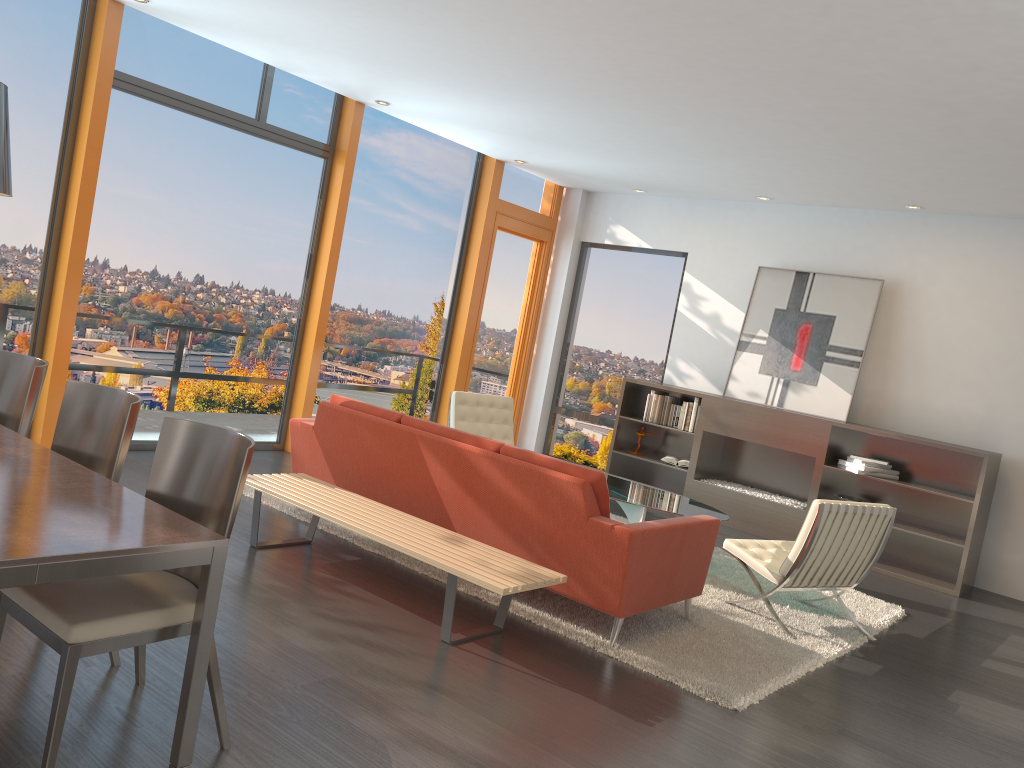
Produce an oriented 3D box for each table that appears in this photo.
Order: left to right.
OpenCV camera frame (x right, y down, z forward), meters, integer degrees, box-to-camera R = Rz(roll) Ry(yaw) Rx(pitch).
[{"bbox_3d":[-2.090,0.602,2.834,2.153,0.764,1.171,13,5,38],"label":"table"},{"bbox_3d":[0.620,0.951,6.552,2.001,0.464,0.947,13,5,39],"label":"table"}]

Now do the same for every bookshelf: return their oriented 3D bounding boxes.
[{"bbox_3d":[2.509,0.827,8.246,3.390,1.162,0.570,13,4,38],"label":"bookshelf"}]

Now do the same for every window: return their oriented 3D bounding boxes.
[{"bbox_3d":[-4.014,-1.269,5.003,0.070,3.344,2.922,13,4,37],"label":"window"},{"bbox_3d":[-2.417,-1.114,7.076,0.070,3.344,2.103,13,4,37],"label":"window"},{"bbox_3d":[-1.147,-0.991,8.724,0.070,3.344,1.843,13,4,37],"label":"window"},{"bbox_3d":[-0.093,-0.879,9.940,0.211,3.344,1.156,13,4,38],"label":"window"},{"bbox_3d":[1.213,-0.637,9.964,1.411,3.338,0.065,13,4,38],"label":"window"}]

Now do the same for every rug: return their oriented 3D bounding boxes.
[{"bbox_3d":[0.436,1.169,6.210,3.776,0.043,2.982,13,5,37],"label":"rug"}]

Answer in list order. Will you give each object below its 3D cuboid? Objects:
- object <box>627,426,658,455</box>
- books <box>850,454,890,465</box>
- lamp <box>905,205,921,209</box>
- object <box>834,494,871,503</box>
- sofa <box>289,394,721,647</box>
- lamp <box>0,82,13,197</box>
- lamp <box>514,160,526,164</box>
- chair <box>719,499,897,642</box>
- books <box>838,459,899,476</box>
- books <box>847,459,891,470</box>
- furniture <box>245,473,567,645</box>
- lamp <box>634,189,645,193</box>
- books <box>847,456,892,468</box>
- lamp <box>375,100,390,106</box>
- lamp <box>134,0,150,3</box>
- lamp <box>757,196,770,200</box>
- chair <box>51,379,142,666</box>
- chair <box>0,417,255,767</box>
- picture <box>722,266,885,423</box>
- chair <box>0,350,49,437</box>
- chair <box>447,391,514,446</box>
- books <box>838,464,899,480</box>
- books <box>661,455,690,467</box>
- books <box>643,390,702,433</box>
[{"bbox_3d":[1.335,0.582,9.116,0.201,0.290,0.245,8,4,-32],"label":"object"},{"bbox_3d":[3.108,0.658,7.699,0.300,0.020,0.210,12,4,27],"label":"books"},{"bbox_3d":[3.544,-1.562,7.839,0.129,0.010,0.129,10,4,-7],"label":"lamp"},{"bbox_3d":[2.970,1.061,7.770,0.308,0.116,0.309,9,4,-19],"label":"object"},{"bbox_3d":[-0.180,0.686,5.341,2.599,0.852,1.037,13,5,38],"label":"sofa"},{"bbox_3d":[-1.762,-1.433,2.764,0.567,1.579,0.568,9,4,-23],"label":"lamp"},{"bbox_3d":[0.085,-2.288,9.136,0.129,0.010,0.129,10,4,-7],"label":"lamp"},{"bbox_3d":[1.784,1.048,5.403,0.699,0.816,0.707,8,4,-32],"label":"chair"},{"bbox_3d":[3.095,0.725,7.703,0.398,0.038,0.315,9,4,-23],"label":"books"},{"bbox_3d":[3.100,0.697,7.701,0.300,0.020,0.210,9,4,-23],"label":"books"},{"bbox_3d":[-0.691,0.891,4.645,2.007,0.357,0.492,13,5,38],"label":"furniture"},{"bbox_3d":[1.373,-2.078,9.554,0.129,0.010,0.129,10,4,-7],"label":"lamp"},{"bbox_3d":[3.104,0.677,7.700,0.300,0.020,0.210,10,4,-13],"label":"books"},{"bbox_3d":[-1.108,-2.403,7.587,0.129,0.010,0.129,10,4,-7],"label":"lamp"},{"bbox_3d":[-2.456,-2.534,5.838,0.129,0.010,0.129,10,4,-7],"label":"lamp"},{"bbox_3d":[2.464,-1.819,8.692,0.129,0.010,0.129,10,4,-7],"label":"lamp"},{"bbox_3d":[-1.720,0.490,3.174,0.549,0.967,0.614,13,4,38],"label":"chair"},{"bbox_3d":[-1.181,0.618,2.748,0.549,0.967,0.614,13,4,38],"label":"chair"},{"bbox_3d":[2.724,-0.411,8.372,1.209,1.337,0.269,13,4,38],"label":"picture"},{"bbox_3d":[-2.311,0.350,3.640,0.549,0.967,0.614,13,4,38],"label":"chair"},{"bbox_3d":[-0.149,0.535,7.723,0.699,0.816,0.707,7,5,-42],"label":"chair"},{"bbox_3d":[3.088,0.762,7.705,0.398,0.038,0.315,10,4,-13],"label":"books"},{"bbox_3d":[1.660,0.776,8.807,0.336,0.064,0.234,12,4,18],"label":"books"},{"bbox_3d":[1.667,0.265,8.820,0.592,0.339,0.324,13,5,38],"label":"books"}]
